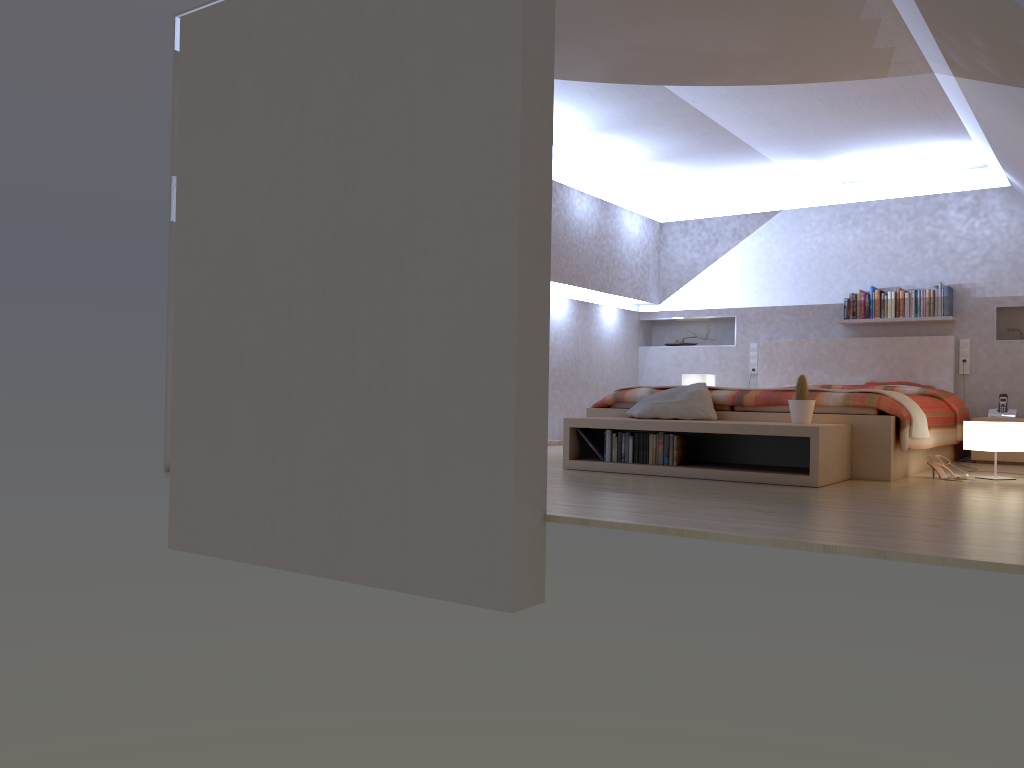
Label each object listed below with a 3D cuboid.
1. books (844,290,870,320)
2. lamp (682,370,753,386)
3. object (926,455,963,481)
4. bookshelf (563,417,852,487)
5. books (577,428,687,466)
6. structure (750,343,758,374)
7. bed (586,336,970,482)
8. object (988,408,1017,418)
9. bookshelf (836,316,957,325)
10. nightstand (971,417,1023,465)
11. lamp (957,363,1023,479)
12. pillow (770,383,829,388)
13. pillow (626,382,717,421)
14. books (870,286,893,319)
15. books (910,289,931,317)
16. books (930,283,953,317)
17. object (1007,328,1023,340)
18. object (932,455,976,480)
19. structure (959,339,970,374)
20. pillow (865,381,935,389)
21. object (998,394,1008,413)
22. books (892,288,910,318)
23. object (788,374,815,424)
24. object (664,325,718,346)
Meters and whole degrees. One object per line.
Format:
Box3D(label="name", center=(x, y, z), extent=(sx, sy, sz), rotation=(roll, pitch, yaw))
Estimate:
Box3D(label="books", center=(3.032, -0.688, 7.743), extent=(0.209, 0.260, 0.215), rotation=(1, -1, 35))
Box3D(label="lamp", center=(1.894, 0.116, 8.343), extent=(0.684, 0.515, 0.318), rotation=(1, -1, -27))
Box3D(label="object", center=(2.466, 0.476, 5.054), extent=(0.079, 0.132, 0.235), rotation=(1, -1, -24))
Box3D(label="bookshelf", center=(1.101, 0.366, 5.121), extent=(1.495, 0.303, 0.643), rotation=(1, -1, 35))
Box3D(label="books", center=(0.686, 0.361, 5.191), extent=(0.652, 0.193, 0.157), rotation=(1, -1, 35))
Box3D(label="structure", center=(2.290, -0.240, 8.382), extent=(0.077, 0.286, 0.034), rotation=(1, -1, 35))
Box3D(label="bed", center=(2.148, 0.061, 6.625), extent=(2.087, 0.994, 3.009), rotation=(1, -1, 35))
Box3D(label="object", center=(3.880, 0.227, 7.012), extent=(0.192, 0.087, 0.153), rotation=(1, -1, 35))
Box3D(label="bookshelf", center=(3.273, -0.540, 7.577), extent=(0.916, 0.028, 0.223), rotation=(1, -1, 35))
Box3D(label="nightstand", center=(3.949, 0.426, 6.582), extent=(0.859, 0.329, 0.847), rotation=(1, -1, 35))
Box3D(label="lamp", center=(3.308, 0.177, 6.138), extent=(0.396, 0.788, 2.551), rotation=(1, -1, 25))
Box3D(label="pillow", center=(2.487, 0.075, 7.880), extent=(0.572, 0.180, 0.492), rotation=(1, -1, 35))
Box3D(label="pillow", center=(0.986, 0.105, 5.511), extent=(0.498, 0.241, 0.470), rotation=(1, -1, 0))
Box3D(label="books", center=(3.196, -0.697, 7.639), extent=(0.178, 0.281, 0.200), rotation=(1, -1, 35))
Box3D(label="books", center=(3.449, -0.669, 7.464), extent=(0.159, 0.231, 0.200), rotation=(1, -1, 35))
Box3D(label="books", center=(3.574, -0.693, 7.377), extent=(0.145, 0.281, 0.200), rotation=(1, -1, 35))
Box3D(label="object", center=(4.459, -0.443, 7.066), extent=(0.905, 0.193, 0.085), rotation=(1, -1, 35))
Box3D(label="object", center=(2.549, 0.479, 5.115), extent=(0.235, 0.132, 0.079), rotation=(0, -1, 40))
Box3D(label="structure", center=(3.760, -0.226, 7.365), extent=(0.077, 0.286, 0.034), rotation=(1, -1, 35))
Box3D(label="pillow", center=(3.165, 0.067, 7.352), extent=(0.566, 0.188, 0.497), rotation=(1, -1, 35))
Box3D(label="object", center=(3.893, 0.162, 7.029), extent=(0.060, 0.169, 0.079), rotation=(1, -1, 35))
Box3D(label="books", center=(3.324, -0.685, 7.545), extent=(0.140, 0.260, 0.209), rotation=(1, -1, 35))
Box3D(label="object", center=(1.602, 0.082, 4.905), extent=(0.144, 0.294, 0.144), rotation=(1, -1, -30))
Box3D(label="object", center=(1.810, -0.497, 8.907), extent=(0.589, 0.242, 0.183), rotation=(1, -1, 33))
